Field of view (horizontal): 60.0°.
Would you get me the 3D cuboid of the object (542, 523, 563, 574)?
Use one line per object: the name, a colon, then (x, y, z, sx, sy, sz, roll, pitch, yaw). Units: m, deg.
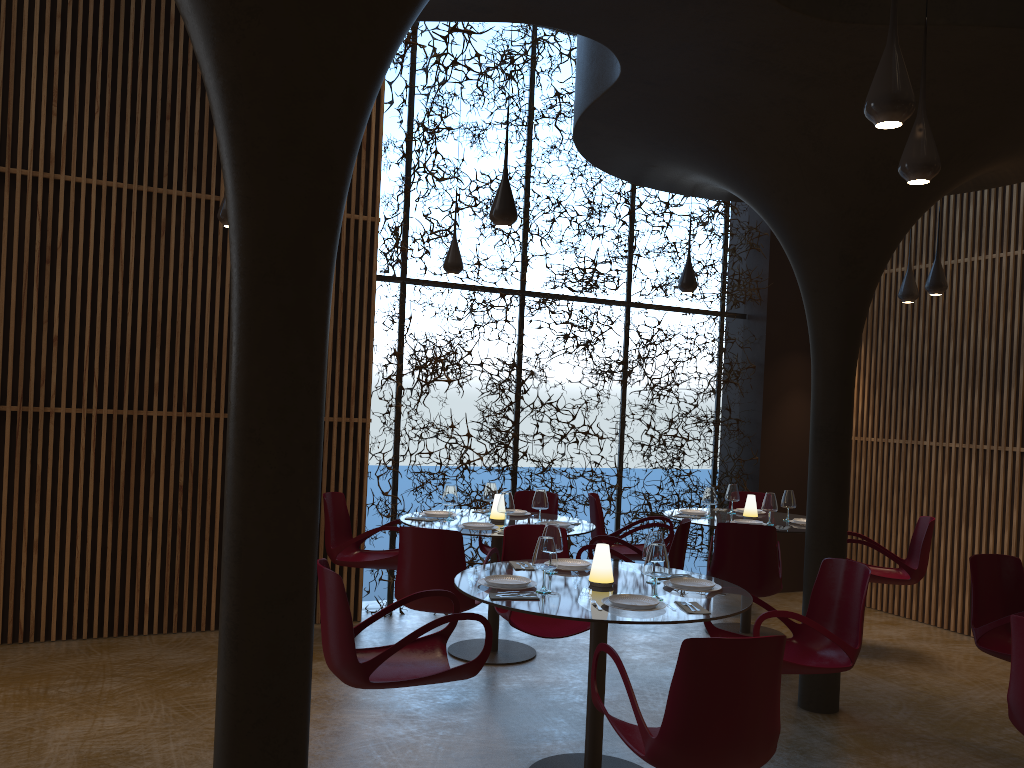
object: (0.239, 0.995, 5.370, 0.142, 0.295, 0.142, 3, 0, 13)

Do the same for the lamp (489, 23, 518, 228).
lamp: (0.080, -4.191, 5.943, 0.196, 6.277, 0.196, 3, 0, 20)

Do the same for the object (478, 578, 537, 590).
object: (-0.025, 1.110, 4.929, 0.332, 0.014, 0.331, 3, -2, -33)

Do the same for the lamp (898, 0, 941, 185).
lamp: (2.155, -4.135, 4.381, 0.196, 6.277, 0.196, 3, 0, 10)

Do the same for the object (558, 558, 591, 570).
object: (0.363, 1.133, 5.565, 0.263, 0.029, 0.263, 3, -1, -25)

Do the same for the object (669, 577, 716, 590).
object: (1.036, 1.152, 5.096, 0.263, 0.029, 0.263, 3, -1, -24)

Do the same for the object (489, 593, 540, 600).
object: (0.010, 1.112, 4.629, 0.262, 0.017, 0.126, 3, -1, -10)

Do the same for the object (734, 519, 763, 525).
object: (2.175, 1.276, 8.152, 0.263, 0.029, 0.263, 3, -2, -33)

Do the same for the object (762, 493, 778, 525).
object: (2.396, 1.160, 8.241, 0.142, 0.295, 0.142, 3, 0, 24)

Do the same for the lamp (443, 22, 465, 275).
lamp: (-0.411, -4.157, 8.276, 0.196, 6.277, 0.196, 3, 0, 0)

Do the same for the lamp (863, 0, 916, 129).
lamp: (1.657, -4.177, 3.557, 0.196, 6.277, 0.196, 3, 0, 10)

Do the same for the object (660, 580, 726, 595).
object: (1.037, 1.163, 5.092, 0.204, 0.012, 0.410, 3, -1, -19)

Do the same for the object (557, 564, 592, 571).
object: (0.362, 1.142, 5.565, 0.332, 0.014, 0.332, 3, -1, 1)

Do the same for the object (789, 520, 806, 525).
object: (2.803, 1.320, 8.419, 0.331, 0.014, 0.332, 2, -2, 38)

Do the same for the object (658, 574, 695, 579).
object: (0.978, 1.173, 5.393, 0.262, 0.017, 0.126, 3, -1, -14)

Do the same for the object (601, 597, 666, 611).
object: (0.624, 1.130, 4.551, 0.332, 0.014, 0.332, 2, -1, 5)

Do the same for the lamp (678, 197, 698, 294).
lamp: (1.889, -4.041, 8.828, 0.196, 6.277, 0.196, 3, 0, 0)

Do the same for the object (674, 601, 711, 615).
object: (0.926, 1.151, 4.559, 0.126, 0.017, 0.262, 3, -1, -5)

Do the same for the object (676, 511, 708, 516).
object: (1.801, 1.284, 8.805, 0.332, 0.014, 0.331, 4, -2, -44)

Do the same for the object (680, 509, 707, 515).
object: (1.802, 1.274, 8.805, 0.263, 0.029, 0.263, 4, -2, -38)

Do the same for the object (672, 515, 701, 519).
object: (1.682, 1.279, 8.527, 0.262, 0.017, 0.126, 2, -1, 20)

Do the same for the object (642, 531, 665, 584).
object: (0.836, 1.018, 5.205, 0.142, 0.295, 0.142, 3, 0, -38)

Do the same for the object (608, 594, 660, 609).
object: (0.625, 1.120, 4.551, 0.263, 0.029, 0.263, 3, -1, -1)

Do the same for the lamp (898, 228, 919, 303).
lamp: (4.070, -3.944, 8.785, 0.196, 6.277, 0.196, 2, 0, -40)

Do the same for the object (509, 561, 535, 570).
object: (0.061, 1.135, 5.537, 0.126, 0.017, 0.262, 3, -1, -9)

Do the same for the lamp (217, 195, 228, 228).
lamp: (-1.885, -4.269, 6.384, 0.196, 6.277, 0.196, 3, 0, 40)

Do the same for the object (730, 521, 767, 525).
object: (2.175, 1.285, 8.152, 0.332, 0.014, 0.332, 3, -1, -7)

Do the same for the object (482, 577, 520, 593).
object: (-0.027, 1.111, 4.934, 0.204, 0.012, 0.410, 3, -1, -14)

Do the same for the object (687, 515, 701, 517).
object: (1.802, 1.285, 8.810, 0.204, 0.012, 0.411, 2, -1, 16)

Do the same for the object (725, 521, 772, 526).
object: (2.170, 1.286, 8.154, 0.410, 0.012, 0.204, 2, -1, 21)

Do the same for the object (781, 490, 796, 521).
object: (2.686, 1.182, 8.616, 0.142, 0.295, 0.142, 3, 0, -8)

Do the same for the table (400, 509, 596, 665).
table: (-0.146, 1.744, 7.616, 1.671, 1.130, 1.673, 2, -1, 17)

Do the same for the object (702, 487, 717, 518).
object: (1.916, 1.147, 8.598, 0.142, 0.295, 0.142, 3, 0, -26)

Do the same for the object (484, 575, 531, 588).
object: (-0.025, 1.100, 4.929, 0.263, 0.029, 0.263, 3, -1, -16)

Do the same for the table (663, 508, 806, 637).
table: (2.299, 1.878, 8.649, 1.671, 1.130, 1.673, 2, -1, 17)

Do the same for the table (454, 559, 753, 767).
table: (0.482, 1.711, 5.056, 1.672, 1.130, 1.672, 3, -1, -6)

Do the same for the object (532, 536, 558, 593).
object: (0.178, 0.979, 4.805, 0.142, 0.295, 0.142, 3, 0, -34)

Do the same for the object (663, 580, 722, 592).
object: (1.036, 1.161, 5.096, 0.332, 0.014, 0.331, 4, -2, -43)

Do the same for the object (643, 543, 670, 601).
object: (0.772, 1.004, 4.735, 0.142, 0.295, 0.142, 2, 0, 39)

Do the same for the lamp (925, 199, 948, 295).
lamp: (4.050, -3.959, 8.168, 0.196, 6.277, 0.196, 3, 0, -10)

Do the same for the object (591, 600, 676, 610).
object: (0.620, 1.131, 4.550, 0.411, 0.012, 0.204, 3, -1, -9)

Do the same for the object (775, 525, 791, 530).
object: (2.440, 1.301, 8.008, 0.126, 0.017, 0.262, 2, -1, 25)
